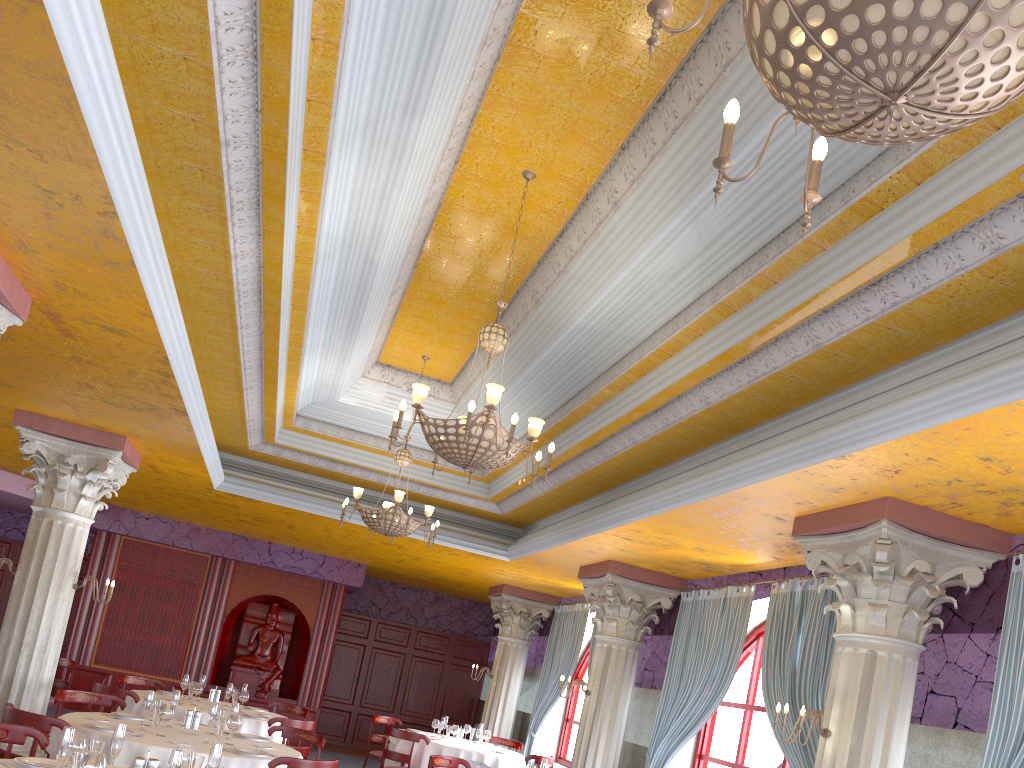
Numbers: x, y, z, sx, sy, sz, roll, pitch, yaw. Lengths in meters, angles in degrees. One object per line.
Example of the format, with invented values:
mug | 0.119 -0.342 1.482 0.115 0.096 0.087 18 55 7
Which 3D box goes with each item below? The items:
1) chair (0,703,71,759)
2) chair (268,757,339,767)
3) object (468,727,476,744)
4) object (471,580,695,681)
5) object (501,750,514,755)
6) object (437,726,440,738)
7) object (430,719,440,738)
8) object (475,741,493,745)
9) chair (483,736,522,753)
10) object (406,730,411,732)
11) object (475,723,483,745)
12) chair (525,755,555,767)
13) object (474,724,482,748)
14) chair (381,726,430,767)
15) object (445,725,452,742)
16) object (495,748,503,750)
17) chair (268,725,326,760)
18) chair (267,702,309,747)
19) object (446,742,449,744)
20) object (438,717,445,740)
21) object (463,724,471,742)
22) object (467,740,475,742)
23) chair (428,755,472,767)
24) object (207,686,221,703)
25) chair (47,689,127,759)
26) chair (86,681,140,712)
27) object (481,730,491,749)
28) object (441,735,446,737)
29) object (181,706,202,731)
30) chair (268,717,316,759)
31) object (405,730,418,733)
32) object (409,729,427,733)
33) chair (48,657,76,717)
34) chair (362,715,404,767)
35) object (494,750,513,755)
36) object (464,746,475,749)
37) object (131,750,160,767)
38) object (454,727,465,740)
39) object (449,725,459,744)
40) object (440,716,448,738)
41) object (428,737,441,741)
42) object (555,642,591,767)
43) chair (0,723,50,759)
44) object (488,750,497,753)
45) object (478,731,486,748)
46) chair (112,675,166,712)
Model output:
chair | -3.444 2.921 6.237 0.738 1.056 0.680 6 -11 31
chair | -1.814 3.415 6.693 0.637 1.055 0.789 6 -11 31
object | -0.614 5.356 13.044 0.085 0.230 0.089 10 -7 11
object | 2.920 2.791 5.934 2.123 3.456 30.223 14 -19 -12
object | -0.062 5.399 12.540 0.255 0.019 0.058 -2 -22 34
object | -1.087 5.205 12.889 0.089 0.230 0.085 16 -8 -34
object | -1.154 5.145 12.798 0.122 0.256 0.126 12 -8 0
object | -0.434 5.620 13.382 0.318 0.023 0.325 16 -20 -13
chair | -0.300 6.226 13.740 0.738 1.056 0.680 6 -11 31
object | -1.506 5.251 12.926 0.251 0.003 0.023 0 -22 29
object | -0.490 5.313 12.992 0.073 0.325 0.077 9 -6 22
chair | 0.176 5.732 12.075 0.637 1.055 0.789 6 -11 31
object | -0.497 5.119 12.450 0.073 0.325 0.077 9 -6 22
chair | -1.453 5.238 11.619 0.738 1.056 0.680 6 -11 31
object | -0.926 5.066 12.406 0.089 0.230 0.085 16 -8 -34
object | -0.194 5.518 12.935 0.158 0.009 0.168 9 -19 6
chair | -2.291 3.909 8.358 0.738 1.056 0.680 6 -11 31
chair | -3.205 4.856 11.547 0.738 1.056 0.680 6 -11 31
object | -0.952 5.018 11.978 0.054 0.019 0.272 0 -22 33
object | -1.031 5.016 12.466 0.073 0.325 0.077 9 -6 22
object | -0.703 5.350 13.118 0.125 0.256 0.123 15 -8 -22
object | -0.631 5.608 13.454 0.054 0.019 0.272 0 -22 33
chair | -0.613 4.367 8.685 0.637 1.055 0.789 6 -11 31
object | -3.682 3.843 10.619 0.150 0.205 0.071 19 -9 -34
chair | -3.921 3.416 7.901 0.637 1.055 0.789 6 -11 31
chair | -4.358 3.868 9.426 0.738 1.056 0.680 6 -11 31
object | -0.381 5.251 12.654 0.122 0.256 0.126 12 -8 0
object | -1.036 5.500 13.366 0.158 0.009 0.168 9 -19 6
object | -2.768 2.896 7.429 0.150 0.205 0.071 19 -9 -34
chair | -2.728 4.362 9.882 0.637 1.055 0.789 6 -11 31
object | -1.520 5.228 12.892 0.255 0.019 0.058 -2 -22 34
object | -1.452 5.310 13.091 0.318 0.023 0.325 16 -20 -13
chair | -6.405 4.225 11.602 0.738 1.056 0.680 6 -11 31
chair | -1.930 5.733 13.284 0.637 1.055 0.789 6 -11 31
object | -0.130 5.313 12.342 0.318 0.023 0.325 16 -20 -13
object | -0.603 5.133 12.086 0.157 0.009 0.169 2 -21 25
object | -1.926 2.022 4.488 0.150 0.205 0.071 19 -9 -34
object | -0.777 5.212 12.812 0.150 0.205 0.071 19 -9 -34
object | -0.832 5.046 12.335 0.121 0.256 0.128 4 -11 44
object | -1.024 5.210 13.009 0.073 0.325 0.077 9 -6 22
object | -1.148 5.002 12.051 0.318 0.023 0.325 16 -20 -13
object | 1.565 4.880 13.314 0.162 2.449 3.690 13 -15 -12
chair | -3.078 2.542 4.960 0.637 1.055 0.789 6 -11 31
object | -0.236 5.244 12.193 0.230 0.013 0.029 0 -20 30
object | -0.453 5.217 12.561 0.089 0.230 0.085 16 -8 -34
chair | -4.834 4.363 11.091 0.637 1.055 0.789 6 -11 31
